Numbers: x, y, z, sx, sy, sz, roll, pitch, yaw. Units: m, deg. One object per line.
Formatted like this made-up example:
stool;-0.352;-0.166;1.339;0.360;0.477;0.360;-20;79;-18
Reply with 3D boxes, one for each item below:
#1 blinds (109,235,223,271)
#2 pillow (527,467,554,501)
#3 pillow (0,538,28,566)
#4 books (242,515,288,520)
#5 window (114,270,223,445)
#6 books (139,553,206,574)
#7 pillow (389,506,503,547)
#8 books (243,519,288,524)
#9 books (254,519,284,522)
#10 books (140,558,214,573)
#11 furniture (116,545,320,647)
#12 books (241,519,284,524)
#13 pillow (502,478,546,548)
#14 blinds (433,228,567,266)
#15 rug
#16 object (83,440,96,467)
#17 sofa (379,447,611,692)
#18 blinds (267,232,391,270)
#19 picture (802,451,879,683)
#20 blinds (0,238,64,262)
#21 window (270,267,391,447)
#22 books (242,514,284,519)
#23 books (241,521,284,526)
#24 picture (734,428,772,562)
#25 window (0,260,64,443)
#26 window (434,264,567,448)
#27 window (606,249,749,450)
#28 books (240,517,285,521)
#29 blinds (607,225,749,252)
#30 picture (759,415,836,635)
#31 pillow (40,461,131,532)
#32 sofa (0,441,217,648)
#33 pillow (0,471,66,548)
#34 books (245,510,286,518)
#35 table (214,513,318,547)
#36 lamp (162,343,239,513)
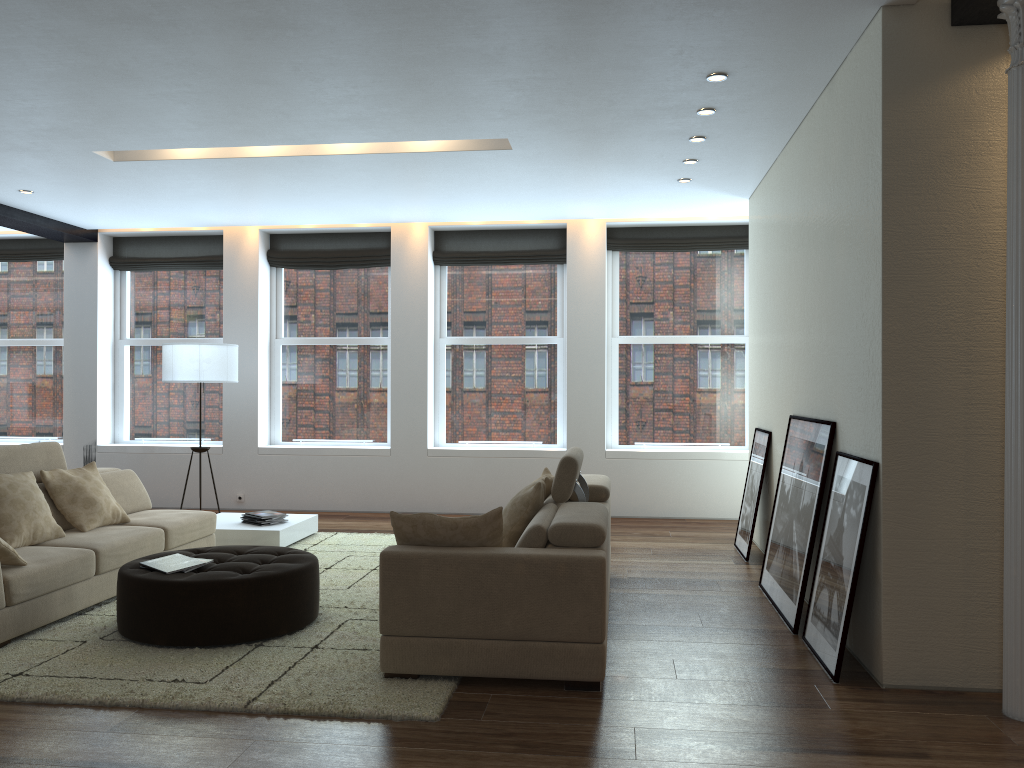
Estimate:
blinds;-3.776;-1.463;9.856;1.431;0.395;0.183;0;0;7
pillow;0.097;0.747;5.513;0.368;0.416;0.519;0;0;2
pillow;-2.773;0.747;4.463;0.518;0.393;0.395;0;0;10
books;-2.052;1.101;7.388;0.300;0.010;0.220;0;0;22
window;-3.769;-0.448;9.929;1.432;2.400;0.123;0;0;7
books;-1.799;0.951;4.697;0.301;0.040;0.220;0;0;42
pillow;-0.292;0.751;4.165;0.518;0.393;0.395;0;0;3
books;-2.052;1.140;7.388;0.300;0.010;0.220;0;0;27
books;-2.052;1.121;7.388;0.220;0.010;0.300;0;0;-33
books;-1.782;0.959;4.717;0.300;0.031;0.219;0;0;22
furniture;-1.601;1.138;4.888;1.057;0.355;1.057;0;0;9
books;-2.069;1.130;7.369;0.300;0.010;0.220;0;0;42
pillow;0.035;0.733;4.891;0.301;0.439;0.534;0;0;3
blinds;-0.121;-1.458;9.432;1.442;0.393;0.156;0;0;7
rug;-1.519;1.328;5.765;2.972;0.020;4.231;0;0;7
object;-4.318;0.957;9.064;0.458;0.781;0.458;0;0;6
sofa;0.051;0.864;5.145;1.021;0.950;2.581;0;0;7
blinds;-1.949;-1.453;9.652;1.439;0.424;0.156;0;0;7
picture;1.574;0.842;4.290;0.195;0.988;0.700;0;0;7
blinds;-5.573;-1.526;10.089;1.396;0.275;0.156;0;0;7
window;-1.946;-0.445;9.709;1.442;2.400;0.123;0;0;7
books;-2.069;1.091;7.369;0.300;0.010;0.220;0;0;42
books;-2.069;1.150;7.369;0.300;0.010;0.220;0;0;42
picture;1.907;0.855;7.045;0.195;0.988;0.700;0;0;7
window;-5.568;-0.451;10.146;1.391;2.400;0.123;0;0;7
window;-0.117;-0.442;9.489;1.443;2.400;0.123;0;0;7
window;1.772;-0.439;9.262;1.563;2.400;0.123;0;0;7
books;-2.069;1.111;7.369;0.300;0.010;0.220;0;0;32
blinds;1.769;-1.509;9.204;1.563;0.275;0.156;0;0;7
picture;1.683;0.773;5.305;0.225;1.140;1.183;0;0;7
pillow;-2.831;0.742;5.866;0.368;0.416;0.519;0;0;11
sofa;-2.874;0.859;5.497;1.021;0.950;2.581;0;0;7
pillow;-2.918;0.728;5.247;0.301;0.439;0.534;0;0;10
books;-2.052;1.082;7.388;0.220;0.010;0.300;0;0;-43
table;-2.221;1.240;7.479;0.900;0.170;0.900;0;0;7
lamp;-3.017;0.481;8.586;0.698;1.728;0.698;0;0;31
